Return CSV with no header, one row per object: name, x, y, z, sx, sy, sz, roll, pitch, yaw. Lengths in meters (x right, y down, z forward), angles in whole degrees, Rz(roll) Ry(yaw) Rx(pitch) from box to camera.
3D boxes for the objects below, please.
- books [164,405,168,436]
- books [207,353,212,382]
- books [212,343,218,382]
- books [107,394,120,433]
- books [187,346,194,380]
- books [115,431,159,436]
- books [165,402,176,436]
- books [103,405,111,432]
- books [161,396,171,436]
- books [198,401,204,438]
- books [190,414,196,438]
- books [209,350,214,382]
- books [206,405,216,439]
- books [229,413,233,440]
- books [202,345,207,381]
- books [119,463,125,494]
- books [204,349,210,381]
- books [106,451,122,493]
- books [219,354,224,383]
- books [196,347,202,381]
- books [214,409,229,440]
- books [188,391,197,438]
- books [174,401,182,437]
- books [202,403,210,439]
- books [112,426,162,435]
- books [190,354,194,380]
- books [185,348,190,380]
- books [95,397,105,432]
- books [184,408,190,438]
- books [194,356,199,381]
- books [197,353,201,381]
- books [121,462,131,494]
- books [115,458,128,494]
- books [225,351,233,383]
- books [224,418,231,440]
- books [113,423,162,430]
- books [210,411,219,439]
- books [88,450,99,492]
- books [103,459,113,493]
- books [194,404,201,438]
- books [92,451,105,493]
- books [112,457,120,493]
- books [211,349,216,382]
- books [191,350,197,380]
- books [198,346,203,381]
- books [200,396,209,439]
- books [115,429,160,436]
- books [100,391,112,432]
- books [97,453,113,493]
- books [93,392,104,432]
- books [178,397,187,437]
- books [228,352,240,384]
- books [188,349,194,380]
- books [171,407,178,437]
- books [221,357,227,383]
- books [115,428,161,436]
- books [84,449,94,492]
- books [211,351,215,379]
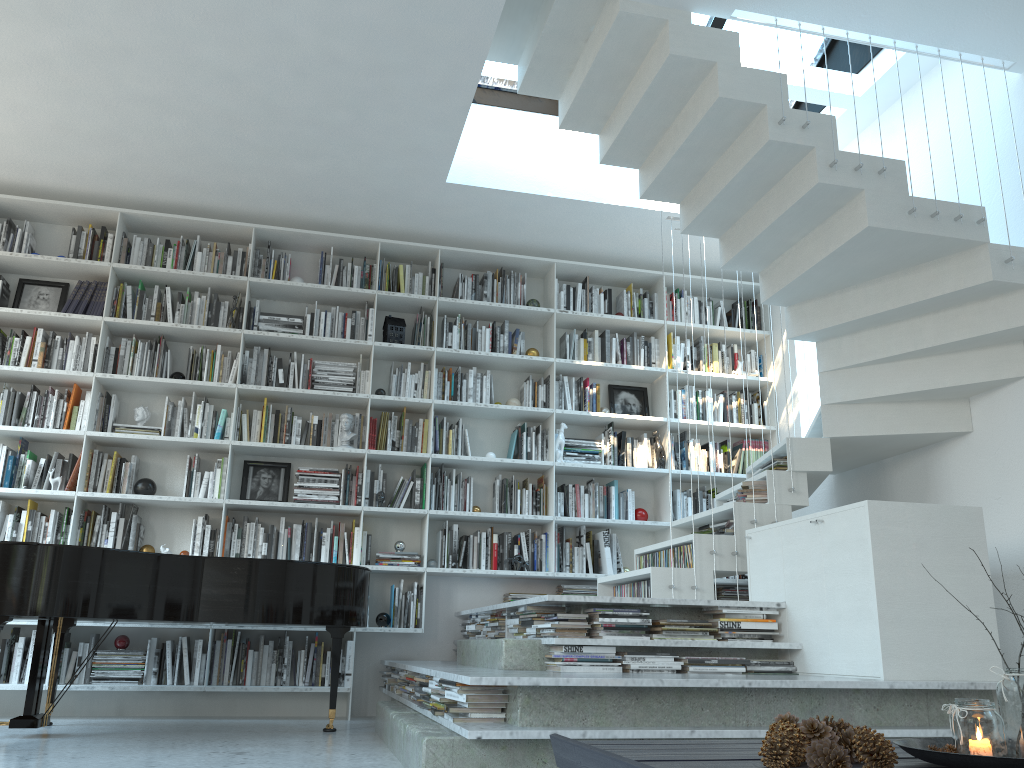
books,-2.202,0.267,5.670,0.010,0.231,0.155,5,-17,-12
books,-1.985,-0.069,5.826,0.011,0.235,0.131,5,-16,-12
books,-1.946,-0.104,5.827,0.006,0.302,0.166,5,-16,-12
books,-2.520,0.217,5.604,0.021,0.277,0.137,5,-16,-12
books,-2.107,-0.098,5.807,0.012,0.275,0.129,5,-16,-12
books,-2.364,0.333,5.605,0.254,0.012,0.161,6,-17,-16
books,-2.178,0.256,5.659,0.030,0.246,0.175,5,-17,-12
books,-2.548,0.249,5.594,0.034,0.209,0.136,5,-16,-12
books,-2.209,0.237,5.663,0.012,0.284,0.160,5,-16,-12
books,-1.992,0.262,5.699,0.012,0.264,0.193,5,-17,-12
books,-2.044,0.302,5.705,0.025,0.188,0.140,5,-17,-12
books,-1.969,-0.080,5.819,0.017,0.252,0.140,5,-16,-12
books,-1.949,0.278,5.737,0.022,0.255,0.152,5,-16,-12
books,-1.815,0.308,5.758,0.026,0.216,0.127,5,-16,-12
books,-2.018,-0.098,5.823,0.033,0.286,0.155,5,-16,-12
books,-2.409,0.611,5.512,0.011,0.207,0.180,5,-17,-12
books,-1.988,-0.084,5.790,0.013,0.243,0.189,5,-17,-12
books,-2.464,0.569,5.493,0.026,0.273,0.190,5,-17,-12
books,-1.907,-0.061,5.833,0.011,0.229,0.166,5,-17,-12
books,-2.049,-0.090,5.813,0.009,0.266,0.150,5,-16,-12
books,-1.879,0.291,5.726,0.060,0.227,0.179,5,-17,-12
books,-2.057,0.229,5.707,0.010,0.328,0.174,5,-16,-12
books,-2.132,0.254,5.686,0.022,0.266,0.151,5,-16,-12
books,-1.966,0.269,5.713,0.023,0.259,0.171,5,-16,-12
books,-2.365,0.299,5.619,0.285,0.012,0.160,4,-17,-11
books,-2.084,-0.070,5.794,0.013,0.215,0.150,5,-17,-12
books,-2.114,-0.090,5.795,0.005,0.253,0.161,5,-16,-12
books,-2.585,0.221,5.585,0.024,0.256,0.134,5,-16,-12
books,-2.088,0.280,5.694,0.048,0.224,0.150,5,-17,-12
books,-2.057,-0.061,5.794,0.011,0.199,0.163,5,-17,-12
books,-2.034,-0.074,5.778,0.006,0.215,0.181,5,-17,-12
books,-2.390,0.607,5.514,0.028,0.215,0.175,5,-17,-12
books,-2.432,0.595,5.532,0.028,0.247,0.143,5,-16,-12
books,-1.865,-0.074,5.837,0.022,0.256,0.155,5,-16,-12
books,-1.840,0.322,5.745,0.027,0.180,0.142,5,-17,-12
books,-2.363,0.286,5.618,0.285,0.012,0.160,6,-17,-16
books,-1.926,0.298,5.737,0.026,0.218,0.150,5,-17,-12
books,-2.578,0.560,5.488,0.025,0.283,0.146,5,-16,-12
books,-2.494,0.595,5.500,0.025,0.227,0.153,5,-17,-12
books,-2.014,0.272,5.701,0.028,0.246,0.170,5,-17,-12
books,-2.555,0.568,5.497,0.026,0.274,0.155,5,-16,-12
books,-2.449,0.591,5.512,0.014,0.243,0.153,5,-16,-12
books,-1.952,-0.080,5.817,0.006,0.252,0.181,5,-17,-12
books,-2.069,-0.086,5.774,0.005,0.235,0.179,5,-17,-12
books,-2.033,-0.096,5.807,0.005,0.274,0.157,5,-16,-12
books,-1.982,0.248,5.714,0.011,0.300,0.179,5,-16,-12
books,-2.364,0.321,5.606,0.254,0.012,0.161,6,-17,-17
books,-2.572,0.208,5.611,0.011,0.297,0.136,5,-16,-12
books,-2.523,0.575,5.495,0.036,0.262,0.167,5,-16,-12
books,-2.603,0.208,5.591,0.012,0.284,0.160,5,-16,-12
books,-2.113,0.243,5.681,0.012,0.285,0.168,5,-16,-12
books,-1.818,-0.067,5.823,0.064,0.236,0.209,5,-17,-12
books,-2.089,-0.088,5.779,0.005,0.239,0.174,5,-17,-12
books,-2.159,0.276,5.689,0.024,0.226,0.138,5,-16,-12
books,-1.890,-0.054,5.835,0.024,0.215,0.142,5,-16,-12
books,-2.364,0.310,5.613,0.254,0.012,0.161,6,-17,-15
books,-2.610,0.560,5.490,0.012,0.284,0.160,5,-16,-12
books,-1.958,-0.085,5.823,0.004,0.264,0.142,5,-16,-12
